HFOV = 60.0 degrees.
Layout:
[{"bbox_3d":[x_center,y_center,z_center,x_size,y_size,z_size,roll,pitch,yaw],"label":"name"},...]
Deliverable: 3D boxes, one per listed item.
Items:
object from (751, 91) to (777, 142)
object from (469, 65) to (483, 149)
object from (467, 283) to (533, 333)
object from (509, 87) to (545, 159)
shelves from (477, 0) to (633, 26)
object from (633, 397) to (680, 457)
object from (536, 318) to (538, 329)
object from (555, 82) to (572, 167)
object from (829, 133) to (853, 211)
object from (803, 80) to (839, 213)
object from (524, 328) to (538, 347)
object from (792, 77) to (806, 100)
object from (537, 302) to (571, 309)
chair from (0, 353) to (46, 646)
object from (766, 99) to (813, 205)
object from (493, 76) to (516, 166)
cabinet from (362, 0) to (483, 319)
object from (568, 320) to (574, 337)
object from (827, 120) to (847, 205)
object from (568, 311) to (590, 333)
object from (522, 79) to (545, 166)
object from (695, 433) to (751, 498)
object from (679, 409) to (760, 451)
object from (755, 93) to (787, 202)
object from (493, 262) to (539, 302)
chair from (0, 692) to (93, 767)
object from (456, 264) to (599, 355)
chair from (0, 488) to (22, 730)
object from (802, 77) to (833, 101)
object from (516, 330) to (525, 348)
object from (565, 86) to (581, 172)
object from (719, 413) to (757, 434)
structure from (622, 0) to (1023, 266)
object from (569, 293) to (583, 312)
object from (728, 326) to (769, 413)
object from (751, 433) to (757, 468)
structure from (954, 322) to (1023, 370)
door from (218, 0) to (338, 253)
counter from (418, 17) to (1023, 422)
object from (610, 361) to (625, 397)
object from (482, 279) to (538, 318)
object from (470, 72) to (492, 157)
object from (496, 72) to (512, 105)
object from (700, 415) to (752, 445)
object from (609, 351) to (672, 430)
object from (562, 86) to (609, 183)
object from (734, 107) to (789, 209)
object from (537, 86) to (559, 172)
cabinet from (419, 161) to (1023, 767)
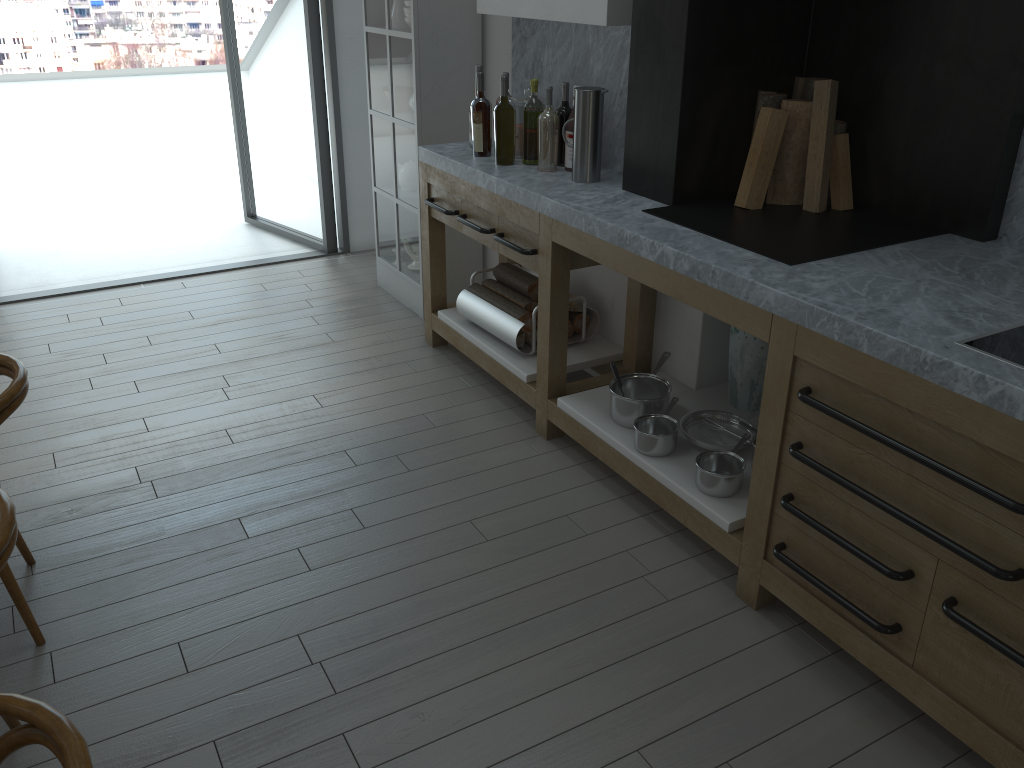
[{"bbox_3d":[0.855,-0.835,3.090,0.075,0.355,0.058,-6,25,-14],"label":"object"},{"bbox_3d":[-0.145,-1.230,3.938,0.085,0.356,0.089,-3,24,-8],"label":"object"},{"bbox_3d":[-0.052,-0.336,3.867,0.092,0.092,0.440,-14,29,-29],"label":"object"},{"bbox_3d":[0.071,-1.117,3.779,0.184,0.283,0.186,-2,25,-5],"label":"object"},{"bbox_3d":[1.566,-1.121,1.709,0.481,1.346,5.592,-16,30,-32],"label":"shelves"},{"bbox_3d":[0.526,0.155,3.025,0.262,0.112,0.154,-20,32,-36],"label":"object"},{"bbox_3d":[0.048,-0.295,3.943,0.094,0.083,0.483,-14,29,-29],"label":"object"},{"bbox_3d":[0.213,-1.050,3.591,0.085,0.327,0.086,-9,26,-19],"label":"object"},{"bbox_3d":[1.101,-0.709,2.976,0.057,0.249,0.114,-11,27,-24],"label":"object"},{"bbox_3d":[1.022,-0.780,2.922,0.078,0.422,0.149,3,24,5],"label":"object"},{"bbox_3d":[-0.018,-0.270,3.912,0.067,0.066,0.426,-14,29,-29],"label":"object"},{"bbox_3d":[1.001,-0.870,3.154,0.088,0.420,0.068,-6,25,-14],"label":"object"},{"bbox_3d":[0.093,-0.384,3.964,0.115,0.079,0.438,-14,29,-29],"label":"object"},{"bbox_3d":[-1.564,0.350,2.367,0.623,0.727,0.532,-13,28,-27],"label":"chair"},{"bbox_3d":[0.945,-0.775,3.008,0.130,0.362,0.073,-4,25,-10],"label":"object"},{"bbox_3d":[-0.030,-1.066,3.604,0.093,0.355,0.093,6,25,13],"label":"object"},{"bbox_3d":[-0.465,-1.397,4.618,0.362,1.968,0.647,-13,27,-27],"label":"cabinet"},{"bbox_3d":[0.110,-0.321,3.998,0.091,0.088,0.458,-14,29,-29],"label":"object"},{"bbox_3d":[1.077,-0.753,3.045,0.105,0.293,0.111,17,29,32],"label":"object"},{"bbox_3d":[0.187,-0.345,4.033,0.092,0.091,0.440,-14,29,-29],"label":"object"},{"bbox_3d":[0.089,-1.066,3.615,0.092,0.335,0.093,-5,25,-11],"label":"object"},{"bbox_3d":[0.694,0.265,2.795,0.261,0.112,0.155,-14,28,-27],"label":"object"},{"bbox_3d":[0.777,0.114,3.112,0.264,0.052,0.512,18,30,33],"label":"object"},{"bbox_3d":[0.871,-0.805,3.041,0.131,0.363,0.068,-6,25,-14],"label":"object"},{"bbox_3d":[0.033,-0.454,3.950,0.104,0.101,0.294,-14,29,-29],"label":"object"},{"bbox_3d":[-0.845,0.899,1.214,0.623,0.727,0.532,-11,27,-24],"label":"chair"},{"bbox_3d":[0.063,-0.337,3.919,0.430,0.229,0.531,-15,29,-29],"label":"object"},{"bbox_3d":[-1.258,0.636,1.764,0.623,0.727,0.531,-15,29,-30],"label":"chair"},{"bbox_3d":[1.029,-0.830,3.098,0.111,0.453,0.090,-13,27,-27],"label":"object"},{"bbox_3d":[-0.087,-0.254,3.873,0.067,0.066,0.426,-14,29,-29],"label":"object"},{"bbox_3d":[0.253,-1.006,3.500,0.081,0.326,0.082,-1,24,-2],"label":"object"},{"bbox_3d":[0.791,0.151,3.036,0.061,0.035,0.171,-13,28,-27],"label":"object"},{"bbox_3d":[0.902,-1.416,2.573,0.782,1.864,1.085,-13,28,-27],"label":"structure"},{"bbox_3d":[0.169,-0.416,3.976,0.071,0.072,0.426,-14,29,-29],"label":"object"},{"bbox_3d":[0.911,-0.153,3.232,0.231,0.493,0.233,5,25,10],"label":"object"},{"bbox_3d":[0.925,0.226,2.862,0.308,0.132,0.184,-2,25,-5],"label":"object"},{"bbox_3d":[1.433,-0.001,1.807,0.649,0.041,0.743,-13,29,-27],"label":"structure"},{"bbox_3d":[-1.521,-2.077,5.598,0.080,2.321,1.057,-22,32,-40],"label":"door"},{"bbox_3d":[1.620,-0.158,1.529,0.964,0.613,6.632,-13,28,-27],"label":"counter"},{"bbox_3d":[0.410,0.020,3.197,0.052,0.150,0.192,-13,28,-27],"label":"object"},{"bbox_3d":[0.001,-0.376,3.919,0.101,0.086,0.365,-14,29,-29],"label":"object"},{"bbox_3d":[-0.130,-1.137,3.761,0.093,0.355,0.093,2,24,4],"label":"object"},{"bbox_3d":[-0.028,-1.206,3.924,0.085,0.327,0.086,-9,26,-19],"label":"object"},{"bbox_3d":[0.724,0.159,3.007,0.041,0.045,0.249,-14,29,-28],"label":"object"},{"bbox_3d":[0.517,0.035,3.232,0.380,0.162,0.224,-20,32,-36],"label":"object"},{"bbox_3d":[0.278,-0.941,3.343,0.114,0.336,0.166,-11,27,-24],"label":"object"},{"bbox_3d":[0.833,-0.752,2.969,0.149,0.332,0.081,-19,30,-36],"label":"object"},{"bbox_3d":[0.143,-1.002,3.495,0.085,0.327,0.086,-9,26,-19],"label":"object"},{"bbox_3d":[1.560,0.559,1.909,1.006,1.010,6.483,-13,28,-27],"label":"cabinet"}]
